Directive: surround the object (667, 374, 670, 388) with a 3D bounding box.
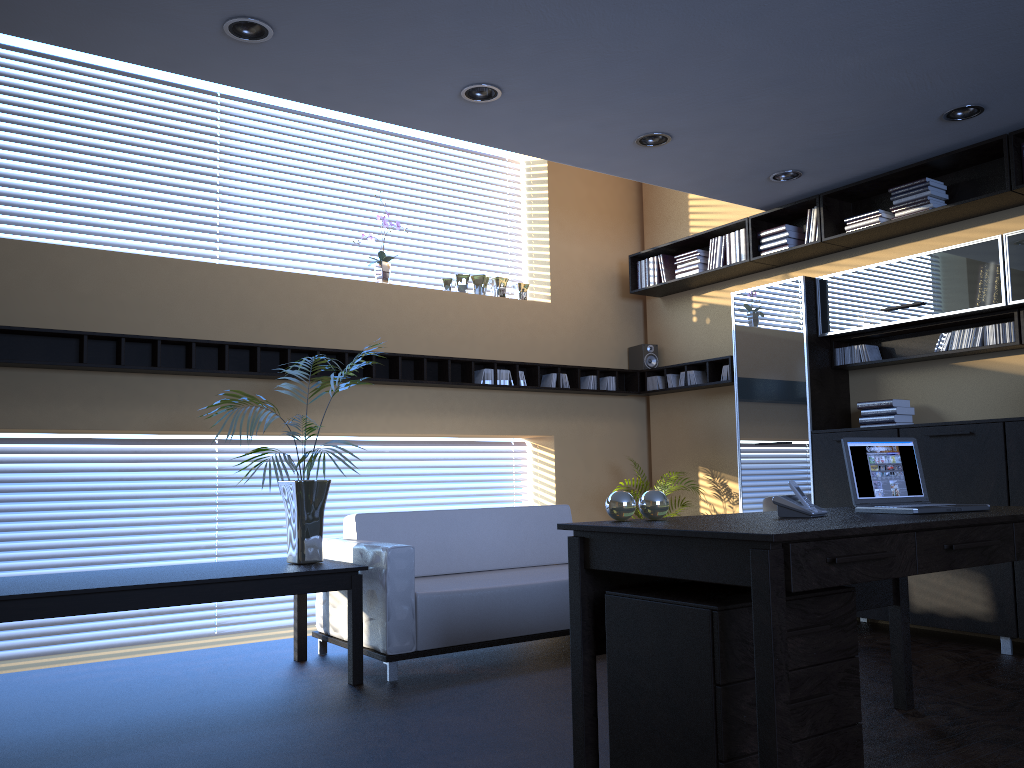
[{"bbox_3d":[1.397,-0.022,7.607,0.142,0.119,0.030,3,-6,-35],"label":"object"}]

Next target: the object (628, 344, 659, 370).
[{"bbox_3d":[1.181,-0.227,7.947,0.159,0.229,0.254,1,-6,-25],"label":"object"}]

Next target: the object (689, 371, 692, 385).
[{"bbox_3d":[1.541,-0.047,7.398,0.142,0.119,0.030,3,-6,-35],"label":"object"}]

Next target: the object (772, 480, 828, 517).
[{"bbox_3d":[1.008,0.401,3.107,0.146,0.126,0.130,-6,-7,40],"label":"object"}]

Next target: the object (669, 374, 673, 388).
[{"bbox_3d":[1.408,-0.024,7.590,0.142,0.119,0.030,3,-6,-35],"label":"object"}]

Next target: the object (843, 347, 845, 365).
[{"bbox_3d":[2.367,-0.192,6.201,0.142,0.120,0.009,3,-6,-35],"label":"object"}]

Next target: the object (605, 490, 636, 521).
[{"bbox_3d":[0.376,0.421,3.067,0.105,0.105,0.105,0,-6,-16],"label":"object"}]

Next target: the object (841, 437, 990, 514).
[{"bbox_3d":[1.499,0.332,3.302,0.390,0.282,0.323,1,-6,-25],"label":"object"}]

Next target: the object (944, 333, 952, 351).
[{"bbox_3d":[2.786,-0.262,5.594,0.140,0.109,0.055,3,-6,-34],"label":"object"}]

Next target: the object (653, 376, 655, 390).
[{"bbox_3d":[1.295,-0.005,7.754,0.142,0.120,0.009,3,-6,-35],"label":"object"}]

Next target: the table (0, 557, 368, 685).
[{"bbox_3d":[-1.777,1.254,4.432,1.896,0.601,0.899,3,-7,-34],"label":"table"}]

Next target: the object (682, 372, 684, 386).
[{"bbox_3d":[1.492,-0.039,7.469,0.142,0.119,0.030,3,-6,-35],"label":"object"}]

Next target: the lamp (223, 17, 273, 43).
[{"bbox_3d":[-1.152,-1.590,3.876,0.209,0.096,0.208,-4,-6,25],"label":"lamp"}]

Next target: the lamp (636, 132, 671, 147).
[{"bbox_3d":[0.835,-1.486,5.244,0.209,0.096,0.208,-6,-7,37],"label":"lamp"}]

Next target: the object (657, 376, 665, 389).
[{"bbox_3d":[1.326,-0.009,7.709,0.142,0.118,0.040,3,-6,-35],"label":"object"}]

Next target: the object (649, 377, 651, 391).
[{"bbox_3d":[1.265,0.001,7.797,0.142,0.120,0.009,3,-6,-35],"label":"object"}]

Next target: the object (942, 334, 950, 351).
[{"bbox_3d":[2.783,-0.261,5.604,0.142,0.112,0.059,3,-6,-35],"label":"object"}]

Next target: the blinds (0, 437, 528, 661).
[{"bbox_3d":[-2.086,1.067,6.202,5.394,1.364,0.047,3,-6,-35],"label":"blinds"}]

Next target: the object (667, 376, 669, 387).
[{"bbox_3d":[1.391,-0.021,7.615,0.142,0.119,0.030,3,-6,-35],"label":"object"}]

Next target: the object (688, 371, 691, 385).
[{"bbox_3d":[1.529,-0.045,7.415,0.142,0.120,0.009,3,-6,-35],"label":"object"}]

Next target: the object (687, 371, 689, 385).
[{"bbox_3d":[1.523,-0.044,7.424,0.142,0.120,0.009,3,-6,-35],"label":"object"}]

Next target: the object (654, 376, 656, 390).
[{"bbox_3d":[1.300,-0.006,7.746,0.142,0.120,0.009,3,-6,-35],"label":"object"}]

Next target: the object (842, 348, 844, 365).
[{"bbox_3d":[2.361,-0.191,6.208,0.140,0.118,0.006,3,-6,-35],"label":"object"}]

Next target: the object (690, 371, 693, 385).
[{"bbox_3d":[1.547,-0.048,7.390,0.142,0.119,0.030,3,-6,-35],"label":"object"}]

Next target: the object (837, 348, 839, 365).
[{"bbox_3d":[2.338,-0.187,6.242,0.140,0.118,0.006,3,-6,-35],"label":"object"}]

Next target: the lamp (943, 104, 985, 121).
[{"bbox_3d":[2.513,-1.553,4.940,0.208,0.096,0.209,4,-8,-40],"label":"lamp"}]

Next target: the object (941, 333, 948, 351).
[{"bbox_3d":[2.773,-0.260,5.609,0.140,0.109,0.055,3,-6,-34],"label":"object"}]

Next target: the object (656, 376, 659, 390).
[{"bbox_3d":[1.312,-0.008,7.729,0.142,0.120,0.009,3,-6,-35],"label":"object"}]

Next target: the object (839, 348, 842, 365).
[{"bbox_3d":[2.349,-0.189,6.225,0.142,0.120,0.009,3,-6,-34],"label":"object"}]

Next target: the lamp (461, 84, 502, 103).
[{"bbox_3d":[-0.158,-1.538,4.560,0.209,0.096,0.208,-4,-6,25],"label":"lamp"}]

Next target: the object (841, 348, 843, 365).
[{"bbox_3d":[2.359,-0.190,6.220,0.142,0.120,0.009,3,-6,-35],"label":"object"}]

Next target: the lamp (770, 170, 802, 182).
[{"bbox_3d":[1.829,-1.434,5.928,0.208,0.096,0.209,1,-6,-17],"label":"lamp"}]

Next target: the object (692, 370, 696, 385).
[{"bbox_3d":[1.558,-0.050,7.373,0.142,0.119,0.030,3,-6,-35],"label":"object"}]

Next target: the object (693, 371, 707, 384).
[{"bbox_3d":[1.567,-0.051,7.360,0.142,0.118,0.040,3,-6,-35],"label":"object"}]

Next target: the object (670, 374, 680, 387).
[{"bbox_3d":[1.417,-0.024,7.577,0.142,0.118,0.040,3,-6,-35],"label":"object"}]

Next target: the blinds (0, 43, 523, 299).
[{"bbox_3d":[-2.140,-1.496,6.408,5.394,1.458,0.039,3,-6,-35],"label":"blinds"}]

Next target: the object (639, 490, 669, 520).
[{"bbox_3d":[0.494,0.420,3.087,0.105,0.105,0.105,0,-6,-16],"label":"object"}]

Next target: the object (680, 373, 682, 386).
[{"bbox_3d":[1.480,-0.037,7.486,0.142,0.119,0.030,3,-6,-35],"label":"object"}]

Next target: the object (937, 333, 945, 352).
[{"bbox_3d":[2.765,-0.258,5.628,0.142,0.112,0.059,3,-6,-34],"label":"object"}]

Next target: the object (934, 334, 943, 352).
[{"bbox_3d":[2.749,-0.256,5.642,0.142,0.112,0.059,3,-6,-35],"label":"object"}]

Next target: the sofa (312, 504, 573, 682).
[{"bbox_3d":[-0.095,1.219,5.608,2.057,0.846,1.016,3,-7,-35],"label":"sofa"}]

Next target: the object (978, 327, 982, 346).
[{"bbox_3d":[2.901,-0.285,5.426,0.140,0.115,0.036,3,-6,-35],"label":"object"}]

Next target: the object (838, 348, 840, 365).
[{"bbox_3d":[2.344,-0.188,6.233,0.140,0.118,0.006,3,-6,-34],"label":"object"}]

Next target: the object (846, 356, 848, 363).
[{"bbox_3d":[2.378,-0.194,6.184,0.142,0.120,0.009,3,-6,-34],"label":"object"}]

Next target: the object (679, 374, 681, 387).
[{"bbox_3d":[1.472,-0.034,7.498,0.142,0.118,0.040,3,-6,-35],"label":"object"}]

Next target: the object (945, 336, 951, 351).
[{"bbox_3d":[2.792,-0.261,5.598,0.142,0.112,0.059,3,-6,-34],"label":"object"}]

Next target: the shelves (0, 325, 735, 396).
[{"bbox_3d":[-1.185,-0.192,5.737,6.625,0.213,1.251,3,-7,-35],"label":"shelves"}]

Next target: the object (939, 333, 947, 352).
[{"bbox_3d":[2.770,-0.259,5.620,0.142,0.112,0.059,3,-6,-34],"label":"object"}]

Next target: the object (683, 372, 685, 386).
[{"bbox_3d":[1.498,-0.040,7.460,0.142,0.119,0.030,3,-6,-35],"label":"object"}]

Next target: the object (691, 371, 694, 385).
[{"bbox_3d":[1.553,-0.049,7.381,0.142,0.119,0.030,3,-6,-35],"label":"object"}]

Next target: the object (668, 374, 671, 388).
[{"bbox_3d":[1.403,-0.023,7.598,0.142,0.119,0.030,3,-6,-35],"label":"object"}]

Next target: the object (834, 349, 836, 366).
[{"bbox_3d":[2.327,-0.185,6.259,0.142,0.120,0.009,3,-6,-34],"label":"object"}]

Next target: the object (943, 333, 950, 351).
[{"bbox_3d":[2.783,-0.261,5.603,0.140,0.109,0.055,3,-6,-35],"label":"object"}]

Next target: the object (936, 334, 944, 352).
[{"bbox_3d":[2.763,-0.256,5.639,0.142,0.112,0.059,3,-6,-34],"label":"object"}]

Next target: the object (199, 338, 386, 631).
[{"bbox_3d":[-1.332,0.723,5.454,1.040,1.855,1.900,0,-5,-15],"label":"object"}]

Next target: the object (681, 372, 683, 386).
[{"bbox_3d":[1.486,-0.038,7.477,0.142,0.119,0.030,3,-6,-35],"label":"object"}]

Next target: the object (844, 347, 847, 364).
[{"bbox_3d":[2.371,-0.193,6.191,0.142,0.120,0.009,3,-6,-35],"label":"object"}]

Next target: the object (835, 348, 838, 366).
[{"bbox_3d":[2.331,-0.186,6.249,0.142,0.120,0.009,3,-6,-34],"label":"object"}]
